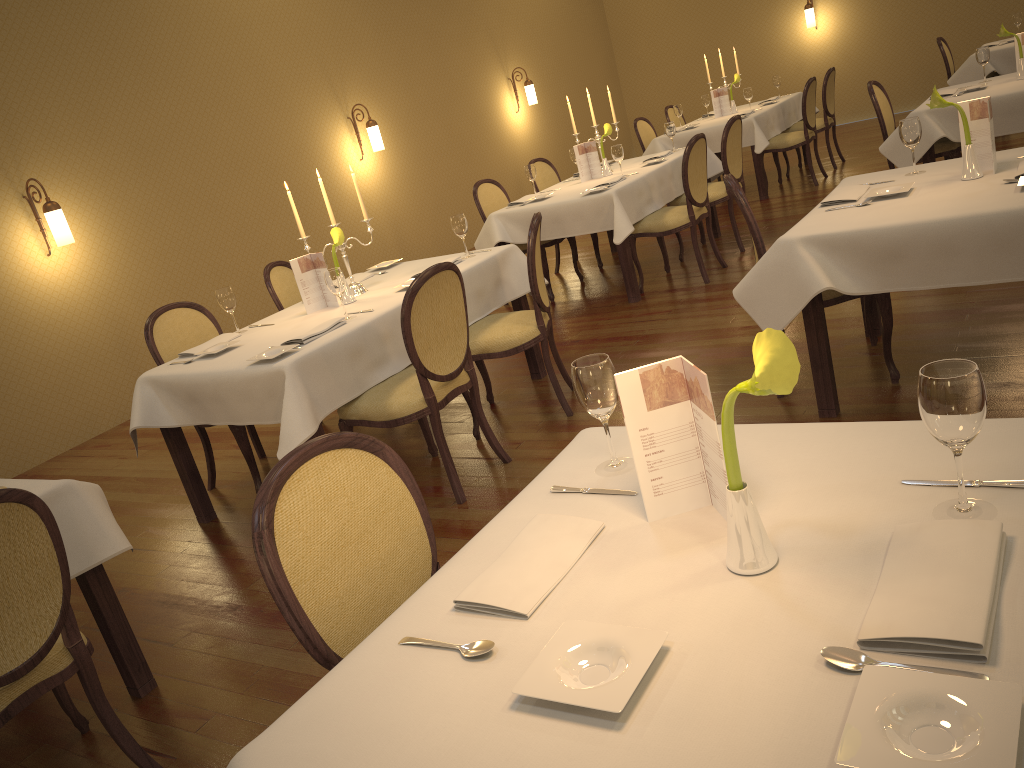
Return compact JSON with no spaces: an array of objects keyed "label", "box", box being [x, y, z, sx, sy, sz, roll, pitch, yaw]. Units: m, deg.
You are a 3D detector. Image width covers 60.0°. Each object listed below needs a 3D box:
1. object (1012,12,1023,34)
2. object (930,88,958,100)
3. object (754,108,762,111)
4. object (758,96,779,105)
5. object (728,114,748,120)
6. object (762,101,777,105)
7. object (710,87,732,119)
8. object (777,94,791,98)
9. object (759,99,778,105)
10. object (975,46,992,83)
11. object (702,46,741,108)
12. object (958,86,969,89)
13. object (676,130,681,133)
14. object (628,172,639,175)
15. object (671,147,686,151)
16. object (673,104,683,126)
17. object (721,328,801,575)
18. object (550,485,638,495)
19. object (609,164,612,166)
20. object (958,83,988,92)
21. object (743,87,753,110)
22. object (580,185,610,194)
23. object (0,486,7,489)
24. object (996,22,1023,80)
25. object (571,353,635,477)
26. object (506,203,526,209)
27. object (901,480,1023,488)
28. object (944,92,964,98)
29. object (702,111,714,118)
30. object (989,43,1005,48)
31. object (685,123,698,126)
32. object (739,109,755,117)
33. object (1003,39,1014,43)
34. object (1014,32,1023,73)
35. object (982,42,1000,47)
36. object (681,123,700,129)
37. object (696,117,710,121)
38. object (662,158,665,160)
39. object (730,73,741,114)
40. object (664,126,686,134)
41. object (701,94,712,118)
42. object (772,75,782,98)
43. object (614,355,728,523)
[{"label":"object","box":[4.959,-3.514,8.687,0.088,0.229,0.088,-17,17,-5]},{"label":"object","box":[2.913,-1.960,5.982,0.142,0.024,0.273,-3,21,34]},{"label":"object","box":[2.350,-2.666,8.647,0.185,0.010,0.017,-2,22,36]},{"label":"object","box":[2.660,-2.937,9.191,0.142,0.033,0.273,-3,21,34]},{"label":"object","box":[2.087,-2.455,8.201,0.160,0.024,0.160,-3,21,34]},{"label":"object","box":[2.606,-2.862,9.035,0.185,0.010,0.017,-2,22,36]},{"label":"object","box":[2.099,-2.832,8.934,0.166,0.277,0.081,-13,18,7]},{"label":"object","box":[2.864,-3.052,9.394,0.181,0.015,0.038,-2,22,36]},{"label":"object","box":[2.578,-2.821,8.911,0.160,0.024,0.160,-3,21,34]},{"label":"object","box":[3.213,-2.175,6.041,0.088,0.229,0.088,-17,17,-5]},{"label":"object","box":[2.172,-3.096,9.057,0.390,0.655,0.131,-21,18,-19]},{"label":"object","box":[3.065,-2.032,6.092,0.185,0.010,0.017,-3,21,34]},{"label":"object","box":[1.560,-2.438,8.608,0.181,0.015,0.038,-2,22,36]},{"label":"object","box":[0.818,-1.491,6.326,0.185,0.010,0.017,-2,22,36]},{"label":"object","box":[1.333,-1.877,7.072,0.181,0.015,0.038,-2,22,36]},{"label":"object","box":[1.684,-2.693,8.927,0.088,0.229,0.088,-17,17,-5]},{"label":"object","box":[0.336,0.099,1.229,0.076,0.375,0.163,-26,20,-30]},{"label":"object","box":[0.154,0.201,1.679,0.185,0.010,0.017,-3,21,34]},{"label":"object","box":[0.746,-1.783,7.280,0.181,0.015,0.038,-2,22,36]},{"label":"object","box":[3.015,-1.928,5.794,0.160,0.024,0.160,-3,21,34]},{"label":"object","box":[2.286,-2.734,8.546,0.088,0.229,0.088,-17,17,-5]},{"label":"object","box":[0.556,-1.280,5.879,0.160,0.024,0.160,-3,21,34]},{"label":"object","box":[-1.541,0.327,2.716,0.181,0.015,0.038,-2,22,36]},{"label":"object","box":[3.204,-2.130,5.667,0.163,0.375,0.076,-11,18,13]},{"label":"object","box":[0.178,0.060,1.727,0.088,0.229,0.088,-17,17,-5]},{"label":"object","box":[0.028,-1.263,6.286,0.181,0.015,0.038,-2,22,36]},{"label":"object","box":[0.699,0.152,1.369,0.185,0.010,0.017,-2,22,36]},{"label":"object","box":[2.848,-1.875,5.785,0.181,0.015,0.038,-2,22,36]},{"label":"object","box":[2.148,-2.898,9.504,0.142,0.033,0.273,-3,21,34]},{"label":"object","box":[4.593,-3.213,8.431,0.181,0.015,0.038,-2,22,36]},{"label":"object","box":[1.820,-2.628,8.979,0.185,0.010,0.017,-3,21,34]},{"label":"object","box":[2.198,-2.561,8.424,0.142,0.033,0.273,-3,21,34]},{"label":"object","box":[4.760,-3.267,8.441,0.160,0.024,0.160,-3,21,34]},{"label":"object","box":[3.344,-2.129,5.717,0.081,0.277,0.166,-18,18,-7]},{"label":"object","box":[4.659,-3.298,8.629,0.142,0.024,0.273,-3,21,34]},{"label":"object","box":[1.727,-2.491,8.617,0.160,0.024,0.160,-3,21,34]},{"label":"object","box":[2.014,-2.777,9.273,0.185,0.010,0.017,-3,21,34]},{"label":"object","box":[1.074,-1.687,6.714,0.185,0.010,0.017,-2,22,36]},{"label":"object","box":[2.229,-2.904,8.874,0.076,0.375,0.163,-26,20,-30]},{"label":"object","box":[1.625,-2.523,8.805,0.142,0.024,0.273,-3,21,34]},{"label":"object","box":[2.045,-2.918,9.316,0.088,0.229,0.088,-17,17,-5]},{"label":"object","box":[2.788,-3.116,9.297,0.088,0.229,0.088,-17,17,-5]},{"label":"object","box":[0.286,0.096,1.450,0.166,0.277,0.081,0,23,40]}]
